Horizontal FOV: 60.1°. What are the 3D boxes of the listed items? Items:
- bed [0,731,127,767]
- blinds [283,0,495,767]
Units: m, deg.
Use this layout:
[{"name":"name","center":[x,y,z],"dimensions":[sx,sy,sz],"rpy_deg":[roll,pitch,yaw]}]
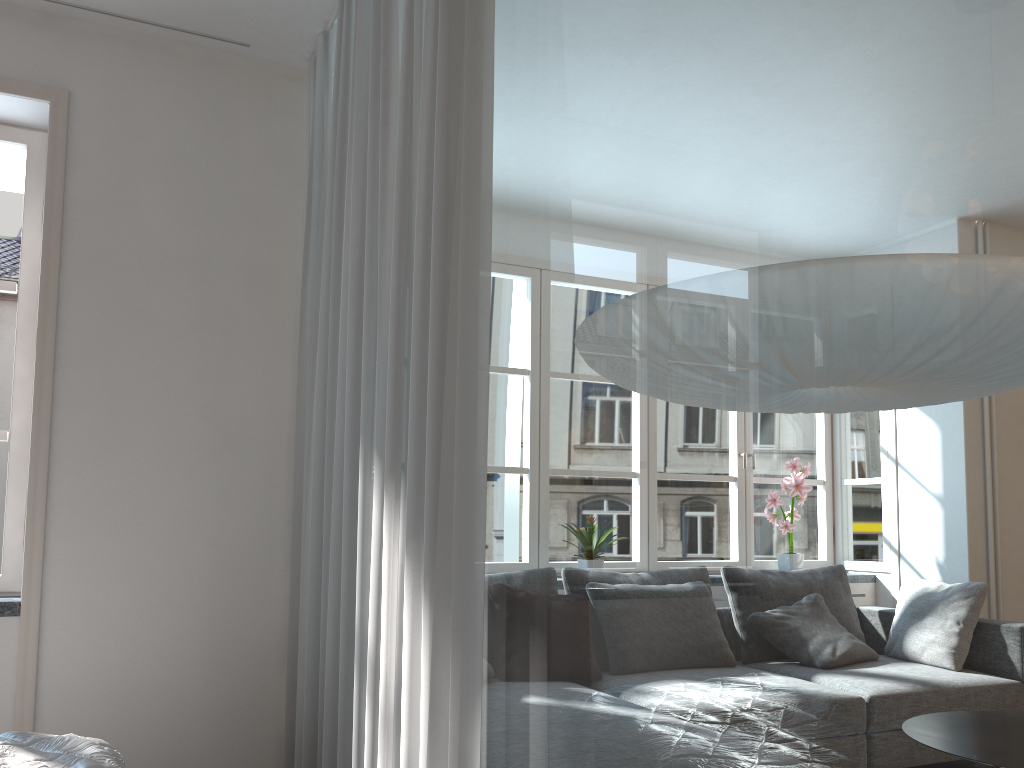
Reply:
[{"name":"bed","center":[-1.731,0.852,1.088],"dimensions":[2.446,0.756,2.181],"rpy_deg":[5,-10,-24]},{"name":"blinds","center":[-0.421,0.047,2.465],"dimensions":[0.153,2.715,1.819],"rpy_deg":[3,-7,-22]}]
